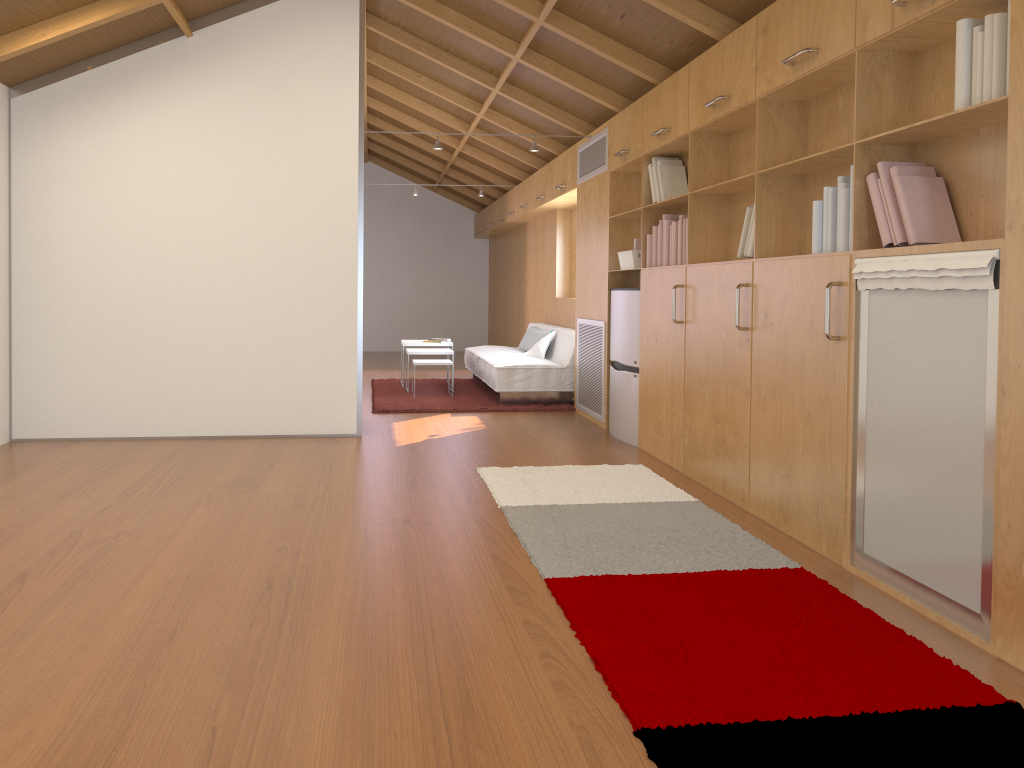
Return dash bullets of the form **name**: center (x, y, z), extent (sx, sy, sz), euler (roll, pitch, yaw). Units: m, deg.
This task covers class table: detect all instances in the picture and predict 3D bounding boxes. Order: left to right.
- **table**: center (-0.857, -0.208, 8.841), extent (0.485, 0.437, 0.526), euler (0, 4, -9)
- **table**: center (-0.784, -0.133, 8.386), extent (0.424, 0.382, 0.460), euler (0, 4, -9)
- **table**: center (-0.721, -0.054, 7.991), extent (0.342, 0.308, 0.371), euler (0, 4, -9)

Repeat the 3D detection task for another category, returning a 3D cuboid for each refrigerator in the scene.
- **refrigerator**: center (0.818, -0.137, 5.837), extent (0.261, 0.984, 0.716), euler (0, 3, -9)

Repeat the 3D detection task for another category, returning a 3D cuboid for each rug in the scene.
- **rug**: center (-0.344, 0.092, 8.256), extent (1.885, 0.020, 2.491), euler (0, 6, -9)
- **rug**: center (0.563, 0.651, 2.986), extent (0.916, 0.011, 3.738), euler (0, 6, -9)

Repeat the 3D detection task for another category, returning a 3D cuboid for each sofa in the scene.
- **sofa**: center (0.091, -0.234, 8.428), extent (0.862, 0.626, 2.365), euler (0, 6, -9)

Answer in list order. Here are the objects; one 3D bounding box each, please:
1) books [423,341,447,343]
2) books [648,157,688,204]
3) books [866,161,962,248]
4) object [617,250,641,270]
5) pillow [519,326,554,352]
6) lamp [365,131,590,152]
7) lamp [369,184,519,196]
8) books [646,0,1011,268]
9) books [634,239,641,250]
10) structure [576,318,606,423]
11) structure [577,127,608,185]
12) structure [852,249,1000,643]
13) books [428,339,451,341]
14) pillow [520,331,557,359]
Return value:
- **books**: center (-0.756, -0.415, 8.696), extent (0.193, 0.016, 0.153), euler (3, 6, 20)
- **books**: center (0.938, -1.220, 5.308), extent (0.175, 0.296, 0.280), euler (0, 4, -9)
- **books**: center (1.320, -0.594, 2.923), extent (0.175, 0.296, 0.280), euler (0, 4, -9)
- **object**: center (0.837, -0.813, 5.833), extent (0.203, 0.122, 0.351), euler (0, 5, -9)
- **pillow**: center (0.227, -0.426, 8.728), extent (0.171, 0.251, 1.046), euler (0, 6, -9)
- **lamp**: center (-1.296, -1.797, 6.370), extent (3.827, 0.152, 0.073), euler (0, 2, -9)
- **lamp**: center (-1.805, -2.130, 9.521), extent (3.827, 0.152, 0.073), euler (0, 2, -9)
- **books**: center (1.161, -0.876, 3.876), extent (0.189, 0.655, 3.122), euler (0, 6, -9)
- **books**: center (0.860, -0.842, 5.710), extent (0.150, 0.192, 0.088), euler (0, 2, -9)
- **structure**: center (0.588, -0.126, 6.664), extent (0.013, 0.719, 0.823), euler (0, 4, -9)
- **structure**: center (0.602, -1.703, 6.649), extent (0.013, 0.299, 0.907), euler (0, 5, -9)
- **structure**: center (1.363, 0.133, 2.725), extent (0.315, 1.076, 0.728), euler (0, 3, -9)
- **books**: center (-0.716, -0.438, 8.772), extent (0.193, 0.016, 0.153), euler (2, 6, 10)
- **pillow**: center (0.250, -0.363, 8.100), extent (0.346, 0.251, 0.267), euler (5, 6, 45)
